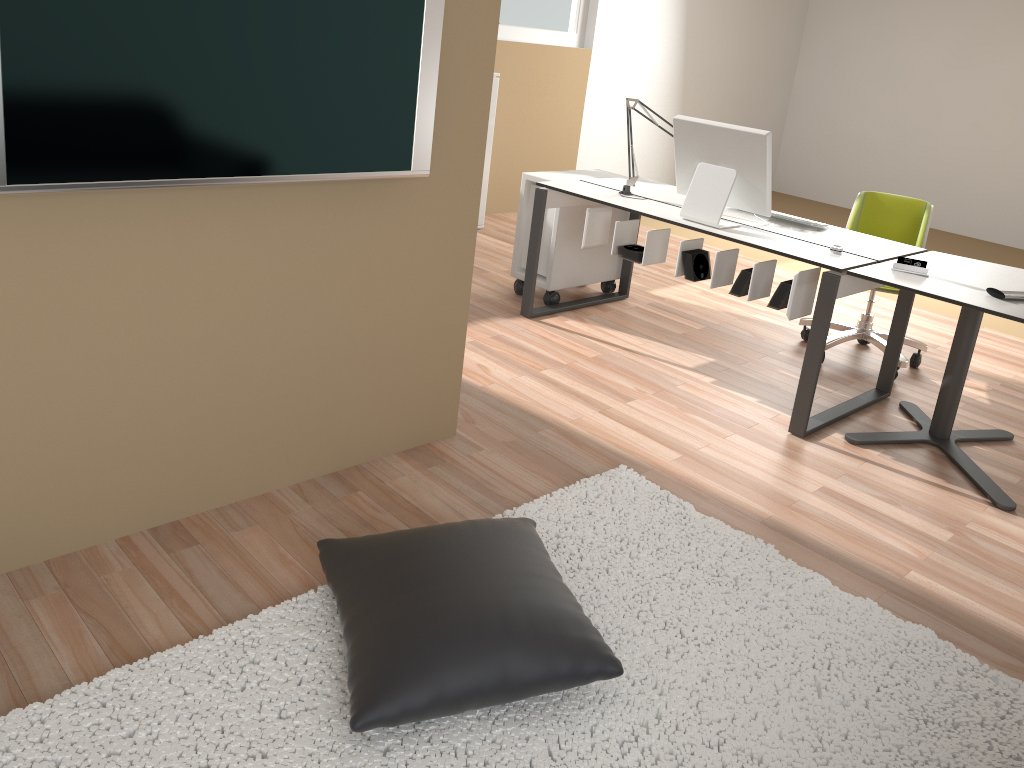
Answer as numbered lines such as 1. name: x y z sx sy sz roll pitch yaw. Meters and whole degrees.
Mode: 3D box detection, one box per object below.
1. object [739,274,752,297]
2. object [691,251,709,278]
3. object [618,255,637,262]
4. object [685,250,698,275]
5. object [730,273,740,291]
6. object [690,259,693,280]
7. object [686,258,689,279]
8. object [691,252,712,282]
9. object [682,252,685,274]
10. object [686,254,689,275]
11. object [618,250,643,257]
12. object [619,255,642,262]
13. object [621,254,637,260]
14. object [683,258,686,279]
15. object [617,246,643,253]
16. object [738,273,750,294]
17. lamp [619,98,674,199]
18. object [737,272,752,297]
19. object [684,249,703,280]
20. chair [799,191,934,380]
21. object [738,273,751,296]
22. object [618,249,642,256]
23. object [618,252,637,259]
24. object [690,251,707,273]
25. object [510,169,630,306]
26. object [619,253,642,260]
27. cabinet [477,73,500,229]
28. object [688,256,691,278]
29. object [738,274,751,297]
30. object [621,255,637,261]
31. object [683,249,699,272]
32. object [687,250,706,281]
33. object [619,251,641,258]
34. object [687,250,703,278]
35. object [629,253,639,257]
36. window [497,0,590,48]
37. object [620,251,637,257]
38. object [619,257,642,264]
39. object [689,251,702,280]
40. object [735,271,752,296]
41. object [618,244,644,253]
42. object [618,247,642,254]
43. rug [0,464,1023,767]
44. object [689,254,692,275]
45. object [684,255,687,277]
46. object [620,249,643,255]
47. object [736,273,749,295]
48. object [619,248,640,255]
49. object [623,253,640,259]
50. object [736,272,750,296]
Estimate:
1. object: 0.987 -0.411 3.590 0.134 0.110 0.041 -13 26 -43
2. object: 0.811 -0.502 3.763 0.134 0.110 0.041 -13 26 -43
3. object: 0.573 -0.576 4.007 0.134 0.002 0.122 -14 30 -42
4. object: 0.789 -0.513 3.785 0.134 0.109 0.040 -13 26 -43
5. object: 0.954 -0.428 3.622 0.134 0.110 0.041 -13 26 -43
6. object: 0.806 -0.504 3.768 0.134 0.110 0.041 -13 26 -43
7. object: 0.792 -0.512 3.782 0.134 0.110 0.041 -13 26 -43
8. object: 0.811 -0.502 3.763 0.134 0.109 0.040 -13 26 -43
9. object: 0.780 -0.518 3.794 0.134 0.110 0.041 -13 26 -43
10. object: 0.794 -0.511 3.780 0.134 0.110 0.041 -13 26 -43
11. object: 0.570 -0.599 4.006 0.134 0.002 0.122 -14 30 -42
12. object: 0.572 -0.578 4.006 0.134 0.002 0.122 -14 30 -42
13. object: 0.572 -0.585 4.006 0.134 0.002 0.122 -14 30 -42
14. object: 0.781 -0.517 3.793 0.134 0.110 0.041 -13 26 -43
15. object: 0.568 -0.617 4.005 0.134 0.002 0.122 -14 30 -42
16. object: 0.980 -0.414 3.596 0.134 0.110 0.041 -13 26 -43
17. lamp: 0.764 -1.050 4.157 0.541 0.511 0.144 10 17 9
18. object: 0.982 -0.413 3.595 0.134 0.110 0.041 -13 26 -43
19. object: 0.787 -0.514 3.787 0.134 0.110 0.041 -13 26 -43
20. chair: 1.804 -0.511 4.372 0.626 0.783 0.615 13 20 18
21. object: 0.984 -0.412 3.593 0.134 0.110 0.041 -13 26 -43
22. object: 0.570 -0.603 4.005 0.134 0.002 0.122 -14 30 -42
23. object: 0.571 -0.590 4.006 0.134 0.002 0.122 -14 30 -42
24. object: 0.808 -0.504 3.766 0.134 0.109 0.040 -13 26 -43
25. object: 0.345 -0.818 4.873 0.629 0.653 0.316 -12 26 -43
26. object: 0.571 -0.587 4.006 0.134 0.002 0.122 -14 30 -42
27. cabinet: -0.803 -1.521 5.717 1.542 1.047 0.426 -13 26 -43
28. object: 0.800 -0.508 3.774 0.134 0.110 0.041 -13 26 -43
29. object: 0.985 -0.411 3.591 0.134 0.110 0.041 -13 26 -43
30. object: 0.572 -0.581 4.006 0.134 0.002 0.122 -14 30 -42
31. object: 0.783 -0.517 3.791 0.134 0.109 0.040 -13 26 -43
32. object: 0.799 -0.508 3.776 0.134 0.110 0.041 -13 26 -43
33. object: 0.570 -0.597 4.006 0.134 0.002 0.122 -14 30 -42
34. object: 0.796 -0.510 3.778 0.134 0.109 0.040 -13 26 -43
35. object: 0.570 -0.601 4.006 0.134 0.002 0.122 -14 30 -42
36. window: -0.633 -3.206 5.690 3.679 1.736 0.046 -14 26 -43
37. object: 0.570 -0.599 4.006 0.134 0.002 0.122 -14 30 -42
38. object: 0.573 -0.569 4.007 0.134 0.002 0.122 -14 30 -42
39. object: 0.802 -0.507 3.772 0.134 0.109 0.040 -13 26 -43
40. object: 0.976 -0.416 3.601 0.134 0.110 0.041 -13 26 -43
41. object: 0.568 -0.617 4.005 0.134 0.002 0.122 -14 30 -42
42. object: 0.568 -0.612 4.005 0.134 0.002 0.122 -14 30 -42
43. rug: 0.146 0.730 1.842 2.050 0.044 1.486 -15 30 -42
44. object: 0.805 -0.505 3.769 0.134 0.110 0.041 -13 26 -43
45. object: 0.786 -0.515 3.788 0.134 0.110 0.041 -13 26 -43
46. object: 0.569 -0.608 4.005 0.134 0.002 0.122 -14 30 -42
47. object: 0.977 -0.415 3.599 0.134 0.110 0.041 -13 26 -43
48. object: 0.569 -0.610 4.005 0.134 0.002 0.122 -14 30 -42
49. object: 0.571 -0.592 4.006 0.134 0.002 0.122 -14 30 -42
50. object: 0.979 -0.415 3.598 0.134 0.110 0.041 -13 26 -43
